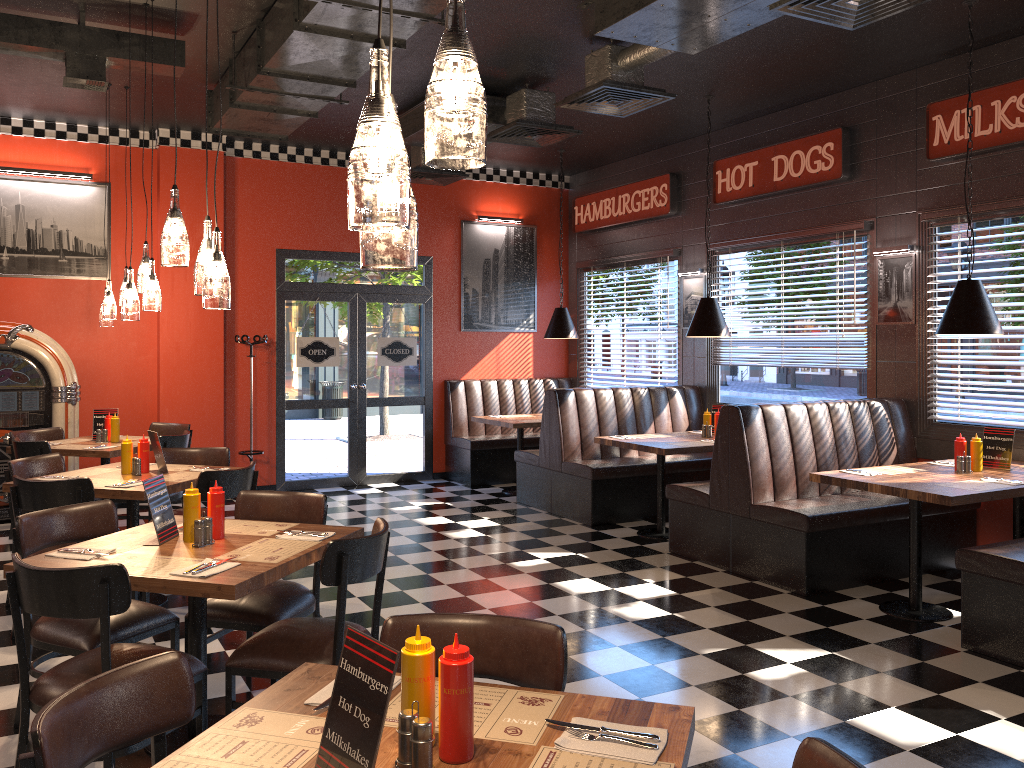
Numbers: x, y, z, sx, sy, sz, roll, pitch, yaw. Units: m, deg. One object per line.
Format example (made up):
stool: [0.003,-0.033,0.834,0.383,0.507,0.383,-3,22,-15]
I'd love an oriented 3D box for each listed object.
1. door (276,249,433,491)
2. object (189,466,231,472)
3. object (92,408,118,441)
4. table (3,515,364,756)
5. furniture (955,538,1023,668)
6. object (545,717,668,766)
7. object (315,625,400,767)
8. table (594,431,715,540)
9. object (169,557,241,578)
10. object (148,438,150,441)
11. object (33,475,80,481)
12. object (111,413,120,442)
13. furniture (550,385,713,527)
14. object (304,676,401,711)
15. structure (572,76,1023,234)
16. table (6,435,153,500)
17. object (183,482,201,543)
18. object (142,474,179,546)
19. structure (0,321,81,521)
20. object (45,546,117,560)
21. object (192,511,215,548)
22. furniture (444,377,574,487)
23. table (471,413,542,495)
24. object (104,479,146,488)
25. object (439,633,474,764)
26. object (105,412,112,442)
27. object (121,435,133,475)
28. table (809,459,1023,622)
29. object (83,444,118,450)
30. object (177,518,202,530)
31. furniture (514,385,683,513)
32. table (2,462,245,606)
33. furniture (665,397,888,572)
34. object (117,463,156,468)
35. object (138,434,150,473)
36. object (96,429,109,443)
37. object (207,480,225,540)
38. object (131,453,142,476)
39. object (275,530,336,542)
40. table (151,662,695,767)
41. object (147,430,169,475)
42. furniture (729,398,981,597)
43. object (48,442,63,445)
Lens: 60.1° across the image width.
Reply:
door: [-1.700,-0.164,9.777,1.800,2.572,0.128,0,0,-28]
object: [-1.919,0.532,5.577,0.255,0.019,0.157,1,3,20]
object: [-3.345,0.334,7.288,0.188,0.257,0.072,0,0,-18]
table: [-1.236,1.023,3.514,0.960,0.774,0.957,0,2,17]
furniture: [3.209,0.779,4.691,1.709,1.154,0.706,-1,1,-28]
object: [0.180,0.707,1.783,0.255,0.019,0.157,1,3,21]
object: [-0.282,0.595,1.603,0.072,0.257,0.188,0,1,-38]
table: [1.669,0.839,7.519,1.692,0.774,0.957,-1,2,-28]
object: [-1.073,0.644,3.142,0.157,0.019,0.255,1,3,19]
object: [-2.919,0.454,7.285,0.255,0.019,0.157,1,3,17]
object: [-2.656,0.549,5.205,0.255,0.019,0.157,0,3,10]
object: [-3.203,0.350,7.150,0.068,0.238,0.068,0,0,-31]
furniture: [1.270,0.614,8.272,1.709,1.154,0.706,-1,1,-28]
object: [-0.364,0.696,2.009,0.157,0.019,0.255,1,3,17]
structure: [3.460,-1.825,5.876,0.120,0.438,11.269,0,2,-28]
table: [-3.295,0.856,7.139,0.960,0.774,0.957,0,2,17]
object: [-1.291,0.514,3.573,0.068,0.238,0.068,0,0,-23]
object: [-1.418,0.504,3.581,0.072,0.257,0.188,0,1,2]
structure: [-4.573,0.327,7.910,1.294,1.768,0.500,-1,0,-28]
object: [-1.609,0.635,3.346,0.255,0.019,0.157,1,3,18]
object: [-1.219,0.569,3.500,0.047,0.136,0.094,0,1,22]
furniture: [0.133,0.518,10.372,1.709,1.154,0.706,-1,1,-28]
table: [0.527,0.742,9.628,1.692,0.774,0.957,-1,2,-28]
object: [-2.158,0.558,5.015,0.157,0.019,0.255,1,3,18]
object: [-0.107,0.600,1.708,0.068,0.238,0.068,0,0,14]
object: [-3.277,0.347,7.208,0.068,0.238,0.068,0,0,-31]
object: [-2.350,0.430,5.410,0.068,0.238,0.068,0,0,-23]
table: [2.800,0.935,5.431,1.692,0.774,0.957,-1,2,-28]
object: [-3.129,0.478,6.768,0.157,0.019,0.255,1,3,20]
object: [-1.383,0.611,3.857,0.157,0.019,0.255,0,3,9]
furniture: [0.934,0.586,8.893,1.709,1.154,0.706,-1,1,-28]
table: [-2.307,0.938,5.369,0.960,0.774,0.957,0,2,17]
furniture: [2.071,0.682,6.792,1.709,1.154,0.706,-1,1,-28]
object: [-2.449,0.525,5.747,0.157,0.019,0.255,1,3,16]
object: [-2.267,0.428,5.453,0.068,0.238,0.068,0,0,-23]
object: [-3.293,0.404,7.118,0.094,0.136,0.047,0,1,-28]
object: [-1.208,0.512,3.616,0.068,0.238,0.068,0,0,-23]
object: [-2.269,0.484,5.354,0.047,0.136,0.094,0,1,-38]
object: [-0.872,0.620,3.662,0.255,0.019,0.157,1,3,16]
table: [-0.194,1.110,1.619,0.956,0.774,0.961,0,2,17]
object: [-2.187,0.418,5.471,0.072,0.257,0.188,0,1,-38]
furniture: [2.408,0.711,6.171,1.709,1.154,0.706,-1,1,-28]
object: [-3.661,0.468,6.982,0.255,0.019,0.157,1,3,19]
